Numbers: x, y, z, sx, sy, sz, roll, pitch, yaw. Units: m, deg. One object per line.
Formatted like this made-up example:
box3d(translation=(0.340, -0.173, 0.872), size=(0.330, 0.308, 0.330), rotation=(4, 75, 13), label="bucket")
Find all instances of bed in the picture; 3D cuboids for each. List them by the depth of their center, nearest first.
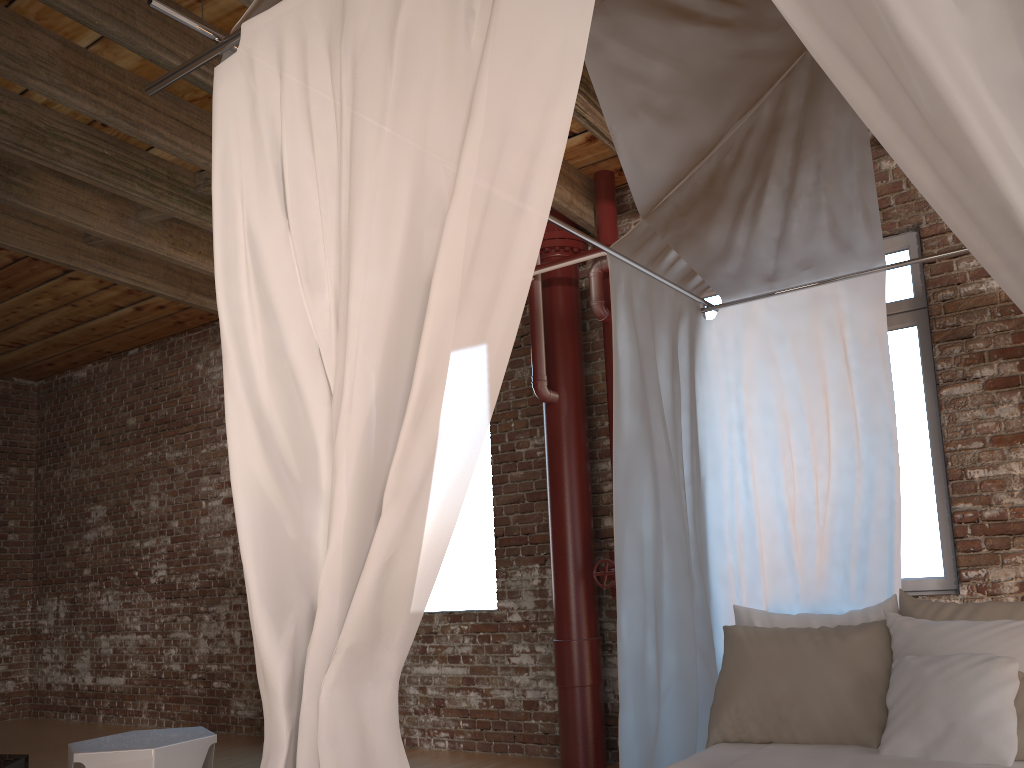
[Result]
box3d(translation=(0.863, -0.458, 2.110), size=(2.427, 3.836, 2.779), rotation=(-9, -11, 34), label="bed")

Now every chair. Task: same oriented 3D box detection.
box3d(translation=(-2.143, 1.675, 3.260), size=(0.540, 0.484, 0.619), rotation=(-1, -11, -11), label="chair")
box3d(translation=(-1.549, 1.740, 3.696), size=(0.617, 0.484, 0.542), rotation=(-3, -10, -2), label="chair")

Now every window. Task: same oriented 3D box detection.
box3d(translation=(1.564, 0.213, 4.645), size=(1.307, 1.827, 0.174), rotation=(-9, -10, 34), label="window")

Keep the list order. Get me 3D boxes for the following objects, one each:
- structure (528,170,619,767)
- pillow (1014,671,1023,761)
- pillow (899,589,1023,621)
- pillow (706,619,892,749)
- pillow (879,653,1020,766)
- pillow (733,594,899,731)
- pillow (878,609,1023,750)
box3d(translation=(0.815, 0.324, 4.690), size=(1.942, 3.423, 0.600), rotation=(-9, -10, 34), label="structure")
box3d(translation=(1.470, 0.916, 2.430), size=(0.280, 0.231, 0.169), rotation=(-10, -12, 33), label="pillow")
box3d(translation=(1.537, 0.893, 2.816), size=(0.614, 0.488, 0.217), rotation=(-10, -11, 34), label="pillow")
box3d(translation=(0.955, 1.010, 2.955), size=(0.596, 0.409, 0.373), rotation=(-10, -12, 31), label="pillow")
box3d(translation=(1.255, 0.927, 2.536), size=(0.376, 0.287, 0.223), rotation=(-13, -14, 43), label="pillow")
box3d(translation=(1.071, 1.005, 3.122), size=(0.615, 0.487, 0.207), rotation=(-11, -11, 34), label="pillow")
box3d(translation=(1.421, 0.876, 2.642), size=(0.594, 0.398, 0.363), rotation=(-10, -12, 32), label="pillow")
